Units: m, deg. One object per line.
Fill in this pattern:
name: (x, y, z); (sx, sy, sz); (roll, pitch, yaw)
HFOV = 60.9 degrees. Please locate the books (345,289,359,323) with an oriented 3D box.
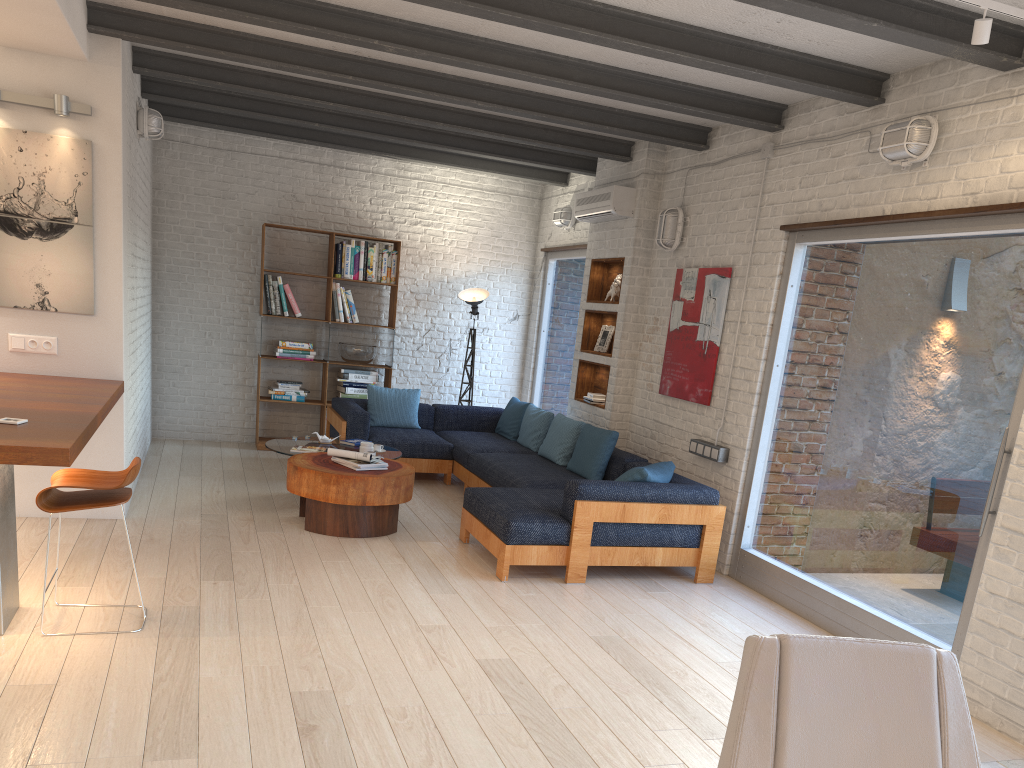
books: (-1.653, -0.794, 8.911); (0.158, 0.340, 0.245); (2, 12, -19)

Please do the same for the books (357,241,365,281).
books: (-1.539, -1.244, 8.814); (0.036, 0.397, 0.234); (1, 13, -20)

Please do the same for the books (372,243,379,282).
books: (-1.404, -1.235, 8.886); (0.036, 0.397, 0.234); (1, 13, -20)

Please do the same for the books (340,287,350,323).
books: (-1.720, -0.808, 8.889); (0.125, 0.360, 0.262); (1, 12, -19)

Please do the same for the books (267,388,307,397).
books: (-2.310, 0.083, 8.950); (0.381, 0.038, 0.236); (5, 5, -20)

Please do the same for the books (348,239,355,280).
books: (-1.629, -1.252, 8.788); (0.036, 0.397, 0.234); (1, 13, -20)

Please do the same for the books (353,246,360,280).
books: (-1.592, -1.222, 8.824); (0.056, 0.341, 0.245); (1, 12, -20)

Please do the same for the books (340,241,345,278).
books: (-1.715, -1.247, 8.774); (0.021, 0.371, 0.262); (1, 12, -20)

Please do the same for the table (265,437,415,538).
table: (-1.357, 0.741, 6.693); (1.079, 0.461, 1.770); (5, 5, -14)

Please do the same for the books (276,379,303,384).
books: (-2.282, -0.022, 8.929); (0.253, 0.018, 0.157); (5, 5, -20)

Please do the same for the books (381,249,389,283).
books: (-1.322, -1.199, 8.904); (0.056, 0.341, 0.245); (1, 12, -20)

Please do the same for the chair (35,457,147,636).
chair: (-1.914, 0.725, 4.014); (0.423, 0.801, 0.388); (2, 13, -19)

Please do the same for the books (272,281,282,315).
books: (-2.354, -0.857, 8.692); (0.102, 0.345, 0.245); (1, 12, -19)

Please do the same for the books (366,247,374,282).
books: (-1.461, -1.210, 8.845); (0.056, 0.341, 0.245); (1, 12, -20)

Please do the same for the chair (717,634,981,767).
chair: (0.713, 1.087, 1.623); (1.028, 1.051, 0.938); (6, 10, -3)

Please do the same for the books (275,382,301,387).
books: (-2.300, 0.001, 8.951); (0.237, 0.019, 0.165); (4, 5, -27)

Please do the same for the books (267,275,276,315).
books: (-2.394, -0.885, 8.651); (0.091, 0.398, 0.234); (1, 13, -19)

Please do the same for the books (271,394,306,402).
books: (-2.292, 0.132, 8.961); (0.327, 0.057, 0.246); (5, 5, -10)

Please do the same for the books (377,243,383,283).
books: (-1.365, -1.231, 8.887); (0.036, 0.397, 0.234); (1, 13, -20)

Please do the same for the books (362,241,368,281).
books: (-1.507, -1.242, 8.836); (0.036, 0.397, 0.234); (1, 13, -20)

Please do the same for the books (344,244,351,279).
books: (-1.675, -1.228, 8.775); (0.056, 0.341, 0.245); (1, 12, -20)

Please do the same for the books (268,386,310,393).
books: (-2.289, 0.058, 8.939); (0.380, 0.019, 0.236); (4, 5, -27)

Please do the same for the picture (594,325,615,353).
picture: (0.833, -0.400, 7.745); (0.102, 0.253, 0.186); (-1, 13, -28)

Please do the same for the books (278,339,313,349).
books: (-2.199, -0.402, 8.846); (0.327, 0.057, 0.246); (5, 5, -17)

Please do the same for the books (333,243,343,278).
books: (-1.754, -1.236, 8.766); (0.056, 0.341, 0.245); (1, 12, -20)

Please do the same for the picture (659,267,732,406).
picture: (1.338, -0.362, 6.453); (0.019, 0.993, 0.716); (1, 12, -20)

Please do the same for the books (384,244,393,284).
books: (-1.276, -1.223, 8.918); (0.036, 0.397, 0.234); (1, 13, -20)

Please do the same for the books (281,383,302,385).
books: (-2.290, -0.011, 8.943); (0.243, 0.008, 0.151); (5, 5, -20)

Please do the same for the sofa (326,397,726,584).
sofa: (-0.230, 0.714, 7.192); (2.085, 0.682, 3.820); (4, 5, -20)

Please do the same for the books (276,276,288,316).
books: (-2.289, -0.873, 8.676); (0.121, 0.394, 0.234); (1, 13, -19)

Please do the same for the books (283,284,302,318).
books: (-2.213, -0.837, 8.736); (0.195, 0.329, 0.245); (2, 11, -19)

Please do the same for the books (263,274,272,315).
books: (-2.426, -0.886, 8.631); (0.091, 0.398, 0.234); (1, 13, -19)

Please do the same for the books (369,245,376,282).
books: (-1.428, -1.222, 8.868); (0.021, 0.371, 0.262); (1, 12, -20)

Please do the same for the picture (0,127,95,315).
picture: (-2.855, -0.960, 5.193); (0.656, 1.051, 0.019); (2, 15, -19)

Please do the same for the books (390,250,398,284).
books: (-1.238, -1.194, 8.957); (0.056, 0.341, 0.245); (1, 12, -20)

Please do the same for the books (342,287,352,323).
books: (-1.702, -0.808, 8.905); (0.125, 0.360, 0.262); (1, 12, -19)

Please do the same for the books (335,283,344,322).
books: (-1.765, -0.828, 8.858); (0.104, 0.397, 0.234); (1, 13, -19)

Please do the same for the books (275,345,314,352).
books: (-2.212, -0.364, 8.855); (0.356, 0.021, 0.263); (5, 5, -21)

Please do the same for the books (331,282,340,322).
books: (-1.808, -0.834, 8.867); (0.101, 0.397, 0.234); (1, 13, -19)

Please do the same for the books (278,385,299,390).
books: (-2.295, 0.029, 8.953); (0.206, 0.035, 0.128); (5, 5, -20)
